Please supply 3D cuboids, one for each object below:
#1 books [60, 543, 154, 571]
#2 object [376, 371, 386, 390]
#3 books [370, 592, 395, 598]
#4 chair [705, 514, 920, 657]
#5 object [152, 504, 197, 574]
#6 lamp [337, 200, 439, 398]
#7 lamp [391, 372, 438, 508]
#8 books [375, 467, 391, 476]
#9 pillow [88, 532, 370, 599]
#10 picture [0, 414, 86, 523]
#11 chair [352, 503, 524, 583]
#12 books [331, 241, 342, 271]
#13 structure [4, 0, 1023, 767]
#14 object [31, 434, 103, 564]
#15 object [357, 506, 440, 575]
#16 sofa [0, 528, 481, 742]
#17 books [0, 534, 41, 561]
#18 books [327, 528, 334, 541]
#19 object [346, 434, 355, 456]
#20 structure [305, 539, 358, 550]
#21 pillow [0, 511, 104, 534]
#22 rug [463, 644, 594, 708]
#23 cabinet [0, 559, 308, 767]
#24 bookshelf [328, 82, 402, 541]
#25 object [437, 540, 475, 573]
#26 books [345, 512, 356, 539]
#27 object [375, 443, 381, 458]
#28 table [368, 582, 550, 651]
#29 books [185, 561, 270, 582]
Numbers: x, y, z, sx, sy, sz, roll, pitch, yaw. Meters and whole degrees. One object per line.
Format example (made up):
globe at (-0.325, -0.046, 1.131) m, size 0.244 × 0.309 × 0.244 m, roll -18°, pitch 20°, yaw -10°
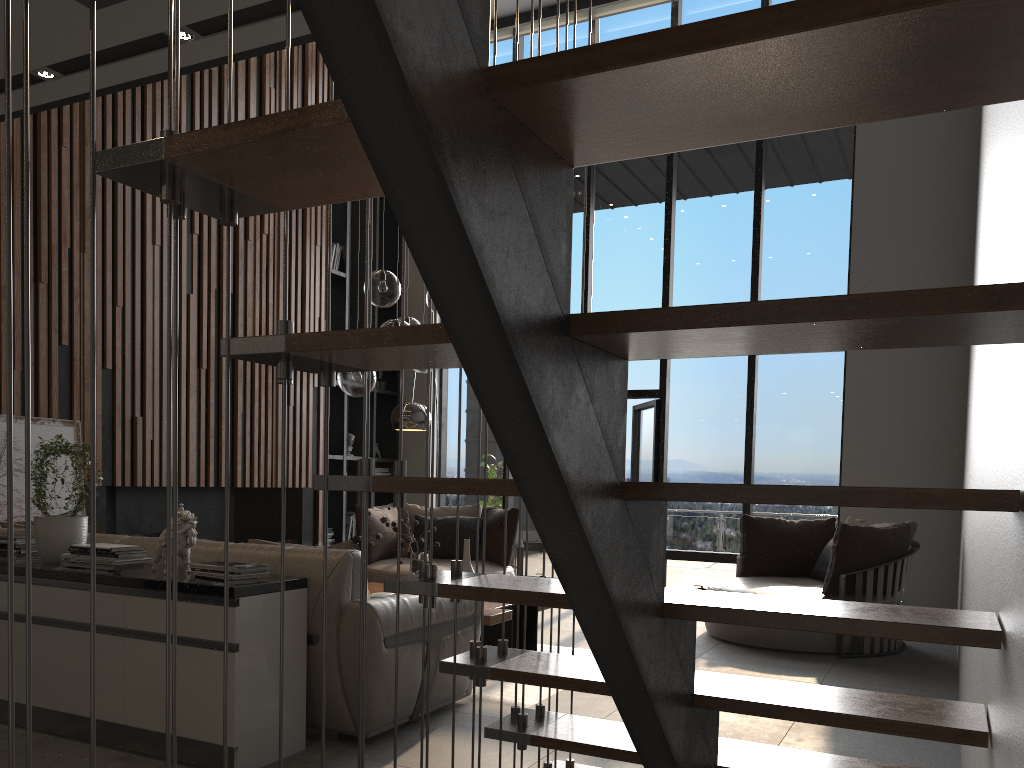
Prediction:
books at (-1.720, 0.735, 3.719) m, size 0.348 × 0.100 × 0.195 m, roll -1°, pitch -5°, yaw 26°
object at (-1.462, -0.042, 9.661) m, size 0.059 × 0.234 × 0.188 m, roll 3°, pitch 0°, yaw 30°
books at (-0.740, 1.319, 5.404) m, size 0.342 × 0.039 × 0.233 m, roll 1°, pitch -6°, yaw 4°
chair at (2.189, 1.430, 6.460) m, size 1.443 × 0.901 × 1.486 m, roll -2°, pitch -5°, yaw 43°
object at (-1.381, 0.631, 3.572) m, size 0.136 × 0.291 × 0.207 m, roll 0°, pitch 1°, yaw -44°
lamp at (-0.508, -2.399, 5.418) m, size 1.228 × 5.018 × 1.226 m, roll 2°, pitch 3°, yaw 24°
lamp at (-0.759, 0.792, 7.771) m, size 0.320 × 2.340 × 2.034 m, roll 1°, pitch -1°, yaw 3°
books at (-1.542, 1.019, 9.713) m, size 0.217 × 0.191 × 0.375 m, roll 0°, pitch -5°, yaw 27°
pillow at (-1.459, 0.964, 4.345) m, size 1.939 × 0.501 × 0.544 m, roll -1°, pitch -3°, yaw 26°
picture at (-3.120, 0.713, 5.711) m, size 0.101 × 1.002 × 0.729 m, roll 3°, pitch 0°, yaw 27°
chair at (-0.643, 1.488, 7.569) m, size 1.447 × 0.901 × 1.481 m, roll 4°, pitch -5°, yaw -37°
books at (-1.889, -1.282, 8.765) m, size 0.185 × 0.300 × 0.368 m, roll 1°, pitch -2°, yaw 27°
structure at (-0.083, -1.762, 0.787) m, size 1.175 × 6.073 × 3.596 m, roll 3°, pitch 1°, yaw 27°
object at (-1.988, 0.506, 3.862) m, size 0.385 × 0.578 × 0.215 m, roll 1°, pitch 2°, yaw 7°
object at (-0.732, 1.069, 5.659) m, size 0.542 × 0.605 × 0.316 m, roll 1°, pitch 1°, yaw -3°
sofa at (-1.584, 1.211, 4.953) m, size 3.241 × 0.820 × 1.883 m, roll -2°, pitch -6°, yaw 27°
books at (-2.303, 0.750, 4.014) m, size 0.325 × 0.099 × 0.205 m, roll -1°, pitch -5°, yaw 27°
books at (-1.991, 1.528, 8.885) m, size 0.219 × 0.127 × 0.339 m, roll -1°, pitch -6°, yaw 26°
object at (-1.742, 0.649, 9.273) m, size 0.138 × 0.245 × 0.136 m, roll 1°, pitch 1°, yaw -23°
structure at (-2.775, 1.594, 6.999) m, size 0.666 × 0.458 × 6.558 m, roll 0°, pitch -6°, yaw 27°
pillow at (-2.652, 1.023, 5.058) m, size 0.763 × 0.548 × 1.385 m, roll 3°, pitch -5°, yaw -33°
rug at (-0.604, 1.698, 5.482) m, size 2.296 × 0.020 × 1.615 m, roll -2°, pitch -7°, yaw 26°
cabinet at (-3.805, -0.442, 1.507) m, size 3.615 × 3.249 × 6.225 m, roll 0°, pitch -4°, yaw 27°
bookshelf at (-1.713, -1.017, 9.185) m, size 0.337 × 5.337 × 1.454 m, roll 3°, pitch 3°, yaw 27°
object at (-0.349, 1.138, 5.306) m, size 0.320 × 0.399 × 0.315 m, roll 2°, pitch -1°, yaw -44°
books at (-1.729, 1.514, 9.378) m, size 0.174 × 0.288 × 0.333 m, roll 2°, pitch -2°, yaw 27°
object at (-1.560, 0.686, 9.721) m, size 0.130 × 0.282 × 0.252 m, roll 2°, pitch -1°, yaw 19°
table at (-0.571, 1.540, 5.601) m, size 1.451 × 0.355 × 0.901 m, roll -2°, pitch -6°, yaw 27°
books at (-1.109, 0.735, 3.434) m, size 0.293 × 0.054 × 0.184 m, roll -2°, pitch -7°, yaw 31°
